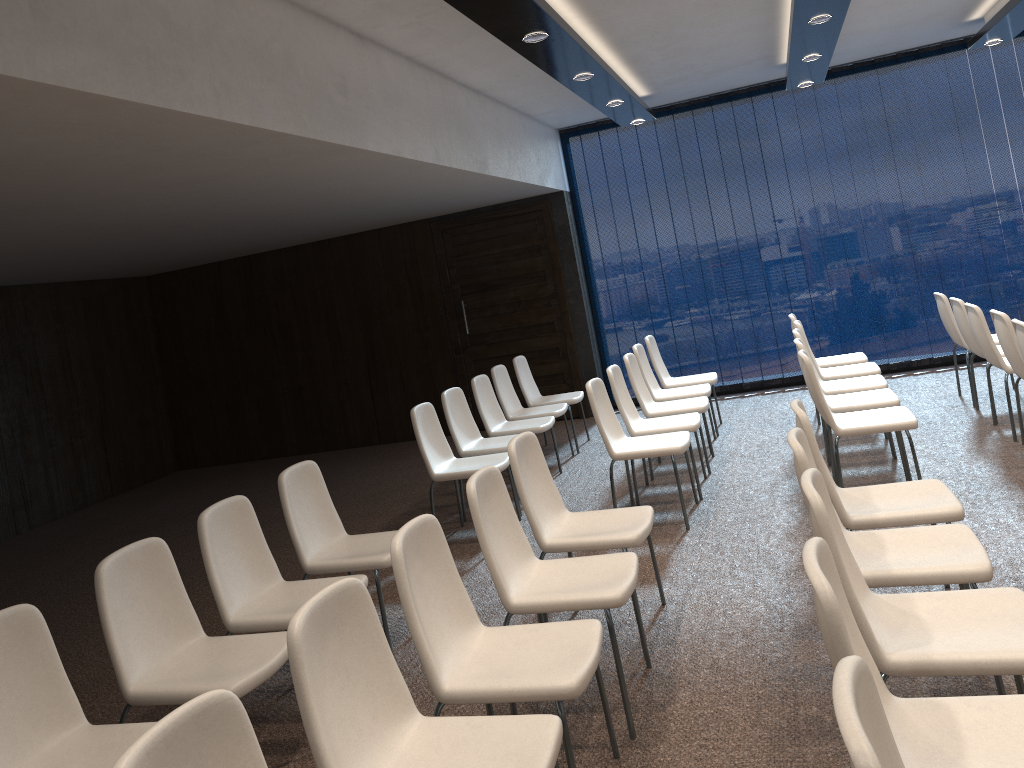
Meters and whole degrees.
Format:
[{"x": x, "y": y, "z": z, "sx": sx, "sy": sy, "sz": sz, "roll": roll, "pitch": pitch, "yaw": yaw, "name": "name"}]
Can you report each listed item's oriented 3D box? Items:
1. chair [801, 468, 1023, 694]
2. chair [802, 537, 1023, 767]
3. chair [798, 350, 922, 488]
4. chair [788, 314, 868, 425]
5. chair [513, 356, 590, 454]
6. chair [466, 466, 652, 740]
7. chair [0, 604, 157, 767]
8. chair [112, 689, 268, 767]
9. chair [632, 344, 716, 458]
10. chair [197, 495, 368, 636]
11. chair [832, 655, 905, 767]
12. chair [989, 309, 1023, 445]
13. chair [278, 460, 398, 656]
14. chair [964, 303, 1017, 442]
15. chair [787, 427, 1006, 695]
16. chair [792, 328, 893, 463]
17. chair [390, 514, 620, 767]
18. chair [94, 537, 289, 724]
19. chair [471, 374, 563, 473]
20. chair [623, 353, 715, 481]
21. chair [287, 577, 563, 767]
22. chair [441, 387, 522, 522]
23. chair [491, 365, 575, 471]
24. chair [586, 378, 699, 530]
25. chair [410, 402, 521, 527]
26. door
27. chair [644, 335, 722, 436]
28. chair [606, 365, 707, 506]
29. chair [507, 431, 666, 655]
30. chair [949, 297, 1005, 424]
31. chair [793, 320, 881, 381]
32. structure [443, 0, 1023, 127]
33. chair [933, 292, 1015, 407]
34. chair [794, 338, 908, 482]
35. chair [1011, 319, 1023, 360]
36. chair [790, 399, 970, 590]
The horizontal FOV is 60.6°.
[{"x": 1.166, "y": 0.677, "z": 2.414, "sx": 0.553, "sy": 0.903, "sz": 0.536, "roll": -10, "pitch": 0, "yaw": 19, "name": "chair"}, {"x": 0.978, "y": 0.779, "z": 1.831, "sx": 0.553, "sy": 0.903, "sz": 0.535, "roll": -10, "pitch": 0, "yaw": 18, "name": "chair"}, {"x": 2.006, "y": 0.219, "z": 5.014, "sx": 0.554, "sy": 0.903, "sz": 0.535, "roll": -10, "pitch": 0, "yaw": 17, "name": "chair"}, {"x": 2.690, "y": -0.181, "z": 7.359, "sx": 0.553, "sy": 0.903, "sz": 0.535, "roll": -10, "pitch": 0, "yaw": 18, "name": "chair"}, {"x": 0.367, "y": 0.155, "z": 8.036, "sx": 0.554, "sy": 0.903, "sz": 0.535, "roll": -10, "pitch": 0, "yaw": 16, "name": "chair"}, {"x": 0.191, "y": 0.747, "z": 3.294, "sx": 0.554, "sy": 0.903, "sz": 0.535, "roll": -10, "pitch": 0, "yaw": 16, "name": "chair"}, {"x": -1.229, "y": 1.097, "z": 2.490, "sx": 0.554, "sy": 0.903, "sz": 0.535, "roll": -10, "pitch": 0, "yaw": 16, "name": "chair"}, {"x": -0.340, "y": 1.047, "z": 1.565, "sx": 0.553, "sy": 0.903, "sz": 0.536, "roll": -10, "pitch": 0, "yaw": 20, "name": "chair"}, {"x": 1.340, "y": 0.086, "z": 7.144, "sx": 0.554, "sy": 0.903, "sz": 0.535, "roll": -10, "pitch": 0, "yaw": 17, "name": "chair"}, {"x": -0.915, "y": 0.907, "z": 3.623, "sx": 0.554, "sy": 0.903, "sz": 0.535, "roll": -10, "pitch": 0, "yaw": 16, "name": "chair"}, {"x": 0.828, "y": 0.876, "z": 1.240, "sx": 0.553, "sy": 0.903, "sz": 0.536, "roll": -10, "pitch": 0, "yaw": 19, "name": "chair"}, {"x": 3.286, "y": -0.043, "z": 5.287, "sx": 0.553, "sy": 0.903, "sz": 0.535, "roll": -10, "pitch": 0, "yaw": 18, "name": "chair"}, {"x": -0.749, "y": 0.806, "z": 4.217, "sx": 0.554, "sy": 0.903, "sz": 0.535, "roll": -10, "pitch": 0, "yaw": 16, "name": "chair"}, {"x": 3.436, "y": -0.141, "z": 5.887, "sx": 0.554, "sy": 0.903, "sz": 0.535, "roll": -10, "pitch": 0, "yaw": 17, "name": "chair"}, {"x": 1.307, "y": 0.584, "z": 2.987, "sx": 0.553, "sy": 0.903, "sz": 0.536, "roll": -10, "pitch": 0, "yaw": 19, "name": "chair"}, {"x": 2.342, "y": 0.022, "z": 6.166, "sx": 0.553, "sy": 0.903, "sz": 0.536, "roll": -10, "pitch": 0, "yaw": 19, "name": "chair"}, {"x": -0.007, "y": 0.852, "z": 2.706, "sx": 0.554, "sy": 0.903, "sz": 0.535, "roll": -10, "pitch": 0, "yaw": 16, "name": "chair"}, {"x": -1.079, "y": 0.998, "z": 3.093, "sx": 0.554, "sy": 0.903, "sz": 0.535, "roll": -10, "pitch": 0, "yaw": 17, "name": "chair"}, {"x": 0.041, "y": 0.346, "z": 6.913, "sx": 0.553, "sy": 0.903, "sz": 0.535, "roll": -10, "pitch": 0, "yaw": 18, "name": "chair"}, {"x": 1.189, "y": 0.183, "z": 6.550, "sx": 0.554, "sy": 0.903, "sz": 0.535, "roll": -10, "pitch": 0, "yaw": 17, "name": "chair"}, {"x": -0.175, "y": 0.948, "z": 2.155, "sx": 0.553, "sy": 0.903, "sz": 0.536, "roll": -10, "pitch": 0, "yaw": 19, "name": "chair"}, {"x": -0.145, "y": 0.448, "z": 6.335, "sx": 0.553, "sy": 0.903, "sz": 0.536, "roll": -10, "pitch": 0, "yaw": 19, "name": "chair"}, {"x": 0.182, "y": 0.253, "z": 7.486, "sx": 0.554, "sy": 0.903, "sz": 0.535, "roll": -10, "pitch": 0, "yaw": 17, "name": "chair"}, {"x": 0.816, "y": 0.385, "z": 5.410, "sx": 0.553, "sy": 0.903, "sz": 0.536, "roll": -10, "pitch": 0, "yaw": 19, "name": "chair"}, {"x": -0.297, "y": 0.546, "z": 5.736, "sx": 0.554, "sy": 0.903, "sz": 0.535, "roll": -10, "pitch": 0, "yaw": 16, "name": "chair"}, {"x": -0.028, "y": -0.737, "z": 9.722, "sx": 1.390, "sy": 2.413, "sz": 0.270, "roll": -10, "pitch": -2, "yaw": 17, "name": "door"}, {"x": 1.528, "y": -0.017, "z": 7.726, "sx": 0.553, "sy": 0.903, "sz": 0.535, "roll": -10, "pitch": 0, "yaw": 17, "name": "chair"}, {"x": 1.001, "y": 0.287, "z": 5.958, "sx": 0.554, "sy": 0.903, "sz": 0.535, "roll": -10, "pitch": 0, "yaw": 17, "name": "chair"}, {"x": 0.343, "y": 0.648, "z": 3.906, "sx": 0.553, "sy": 0.903, "sz": 0.536, "roll": -10, "pitch": 0, "yaw": 19, "name": "chair"}, {"x": 3.599, "y": -0.233, "z": 6.417, "sx": 0.554, "sy": 0.903, "sz": 0.535, "roll": -10, "pitch": 0, "yaw": 16, "name": "chair"}, {"x": 2.539, "y": -0.083, "z": 6.752, "sx": 0.553, "sy": 0.903, "sz": 0.535, "roll": -10, "pitch": 0, "yaw": 18, "name": "chair"}, {"x": 6.134, "y": -2.927, "z": 3.115, "sx": 13.050, "sy": 0.230, "sz": 8.166, "roll": -8, "pitch": 7, "yaw": 17, "name": "structure"}, {"x": 3.766, "y": -0.333, "z": 7.012, "sx": 0.554, "sy": 0.903, "sz": 0.535, "roll": -10, "pitch": 0, "yaw": 16, "name": "chair"}, {"x": 2.171, "y": 0.119, "z": 5.605, "sx": 0.554, "sy": 0.903, "sz": 0.535, "roll": -10, "pitch": 0, "yaw": 17, "name": "chair"}, {"x": 3.095, "y": 0.059, "z": 4.717, "sx": 0.553, "sy": 0.903, "sz": 0.536, "roll": -10, "pitch": 0, "yaw": 19, "name": "chair"}, {"x": 1.491, "y": 0.486, "z": 3.533, "sx": 0.554, "sy": 0.903, "sz": 0.535, "roll": -10, "pitch": 0, "yaw": 16, "name": "chair"}]
